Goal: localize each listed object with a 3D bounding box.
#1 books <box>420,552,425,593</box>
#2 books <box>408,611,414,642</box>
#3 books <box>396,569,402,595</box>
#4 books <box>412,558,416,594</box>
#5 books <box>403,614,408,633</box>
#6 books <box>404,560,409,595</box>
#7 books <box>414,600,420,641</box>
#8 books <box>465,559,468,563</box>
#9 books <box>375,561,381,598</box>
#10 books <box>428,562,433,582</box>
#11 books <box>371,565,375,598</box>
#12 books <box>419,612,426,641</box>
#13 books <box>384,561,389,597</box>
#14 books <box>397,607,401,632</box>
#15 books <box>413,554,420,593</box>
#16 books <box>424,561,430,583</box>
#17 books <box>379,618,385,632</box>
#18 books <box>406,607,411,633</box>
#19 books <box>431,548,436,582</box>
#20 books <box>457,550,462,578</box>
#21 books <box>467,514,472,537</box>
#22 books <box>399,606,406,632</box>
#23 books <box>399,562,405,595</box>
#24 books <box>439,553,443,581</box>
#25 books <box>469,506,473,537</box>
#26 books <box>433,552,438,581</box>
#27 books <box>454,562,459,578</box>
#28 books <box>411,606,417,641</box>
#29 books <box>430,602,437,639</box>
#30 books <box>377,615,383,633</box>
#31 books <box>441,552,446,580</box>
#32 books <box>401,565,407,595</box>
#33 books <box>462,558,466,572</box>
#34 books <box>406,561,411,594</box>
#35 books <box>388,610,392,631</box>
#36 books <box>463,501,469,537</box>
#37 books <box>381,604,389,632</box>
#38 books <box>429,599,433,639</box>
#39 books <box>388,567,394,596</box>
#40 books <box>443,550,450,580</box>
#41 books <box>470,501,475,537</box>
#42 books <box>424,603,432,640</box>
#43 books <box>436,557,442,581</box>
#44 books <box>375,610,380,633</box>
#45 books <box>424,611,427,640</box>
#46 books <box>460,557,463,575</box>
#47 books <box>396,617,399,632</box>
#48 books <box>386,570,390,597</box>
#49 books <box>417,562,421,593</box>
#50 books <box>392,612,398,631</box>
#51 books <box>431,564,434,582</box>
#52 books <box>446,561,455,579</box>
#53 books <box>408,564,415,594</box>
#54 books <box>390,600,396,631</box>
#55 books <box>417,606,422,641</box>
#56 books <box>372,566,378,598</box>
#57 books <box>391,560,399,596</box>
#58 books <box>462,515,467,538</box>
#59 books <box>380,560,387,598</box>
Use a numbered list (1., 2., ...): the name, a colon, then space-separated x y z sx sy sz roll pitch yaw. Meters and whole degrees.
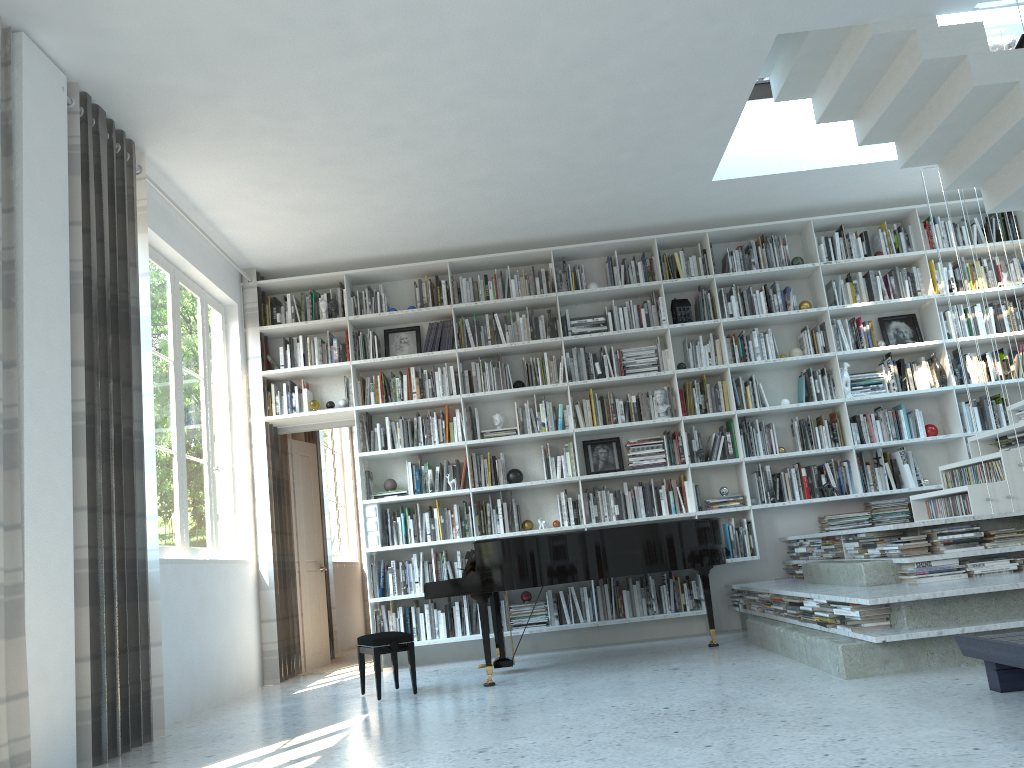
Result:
1. books: -0.691 1.459 6.867 0.039 0.306 0.172 -6 -11 1
2. books: -0.763 1.856 6.803 0.022 0.220 0.163 -6 -11 1
3. books: -0.867 1.537 6.883 0.025 0.199 0.137 -6 -11 1
4. books: -0.752 1.487 6.889 0.013 0.273 0.146 -6 -11 1
5. books: -0.805 1.870 6.808 0.022 0.205 0.159 -6 -11 1
6. books: -0.803 1.496 6.861 0.013 0.256 0.190 -6 -11 1
7. books: -0.723 1.811 6.801 0.013 0.300 0.184 -6 -11 1
8. books: -0.330 1.454 6.841 0.023 0.227 0.190 -6 -11 1
9. books: -1.027 1.510 6.858 0.011 0.276 0.189 -6 -11 1
10. books: -0.623 1.495 6.875 0.028 0.224 0.134 -6 -11 1
11. books: -1.065 1.532 6.885 0.012 0.253 0.161 -6 -11 1
12. books: -0.674 1.853 6.787 0.030 0.201 0.168 -6 -11 1
13. books: -0.964 1.510 6.885 0.010 0.273 0.150 -6 -11 1
14. books: -0.849 1.843 6.793 0.013 0.261 0.174 -6 -11 1
15. books: -0.734 1.471 6.884 0.027 0.299 0.142 -6 -11 1
16. books: -0.652 1.492 6.881 0.031 0.238 0.132 -6 -11 1
17. books: -0.981 1.893 6.786 0.029 0.190 0.177 -6 -11 1
18. books: -0.786 1.846 6.816 0.022 0.251 0.140 -6 -11 1
19. books: -0.595 1.438 6.864 0.014 0.324 0.171 -6 -11 1
20. books: -0.397 1.439 6.881 0.025 0.287 0.131 -6 -11 1
21. books: -0.329 1.115 6.950 0.023 0.186 0.130 -6 -11 1
22. books: -0.831 1.840 6.799 0.023 0.265 0.177 -6 -11 1
23. books: -0.846 1.511 6.891 0.022 0.247 0.134 -6 -11 1
24. books: -0.538 1.458 6.888 0.013 0.283 0.139 -6 -11 1
25. books: -0.316 1.082 6.929 0.010 0.239 0.175 -6 -11 1
26. books: -0.580 1.453 6.869 0.012 0.294 0.176 -6 -11 1
27. books: -0.419 1.485 6.882 0.030 0.202 0.142 -6 -11 1
28. books: -0.740 1.837 6.812 0.027 0.256 0.160 -6 -11 1
29. books: -0.592 1.813 6.797 0.025 0.265 0.160 -6 -11 1
30. books: -1.007 1.889 6.815 0.023 0.215 0.159 -6 -11 1
31. books: -0.521 1.450 6.876 0.022 0.290 0.138 -6 -11 1
32. books: -0.821 1.514 6.855 0.028 0.222 0.189 -6 -11 1
33. books: -0.355 1.466 6.883 0.030 0.226 0.140 -6 -11 1
34. books: -0.791 1.496 6.855 0.010 0.252 0.178 -6 -11 1
35. books: -0.920 1.863 6.812 0.024 0.246 0.143 -6 -11 1
36. books: -0.354 1.062 6.928 0.014 0.285 0.180 -6 -11 1
37. books: -0.957 1.842 6.810 0.044 0.293 0.181 -6 -11 1
38. books: -0.613 1.800 6.819 0.014 0.304 0.139 -6 -11 1
39. books: -0.922 1.527 6.858 0.022 0.220 0.188 -6 -11 1
40. books: -0.505 1.442 6.872 0.013 0.300 0.173 -6 -11 1
41. books: -0.300 1.065 6.955 0.024 0.279 0.136 -6 -11 1
42. books: -0.634 1.818 6.797 0.031 0.265 0.187 -6 -11 1
43. books: -0.557 1.474 6.882 0.029 0.254 0.153 -6 -11 1
44. books: -1.027 1.872 6.818 0.012 0.253 0.161 -6 -11 1
45. books: -0.652 1.852 6.818 0.014 0.210 0.146 -6 -11 1
46. books: -0.377 1.455 6.850 0.011 0.239 0.175 -6 -11 1
47. books: -0.862 1.886 6.804 0.022 0.186 0.145 -6 -11 1
48. books: -0.943 1.545 6.878 0.024 0.197 0.148 -6 -11 1
49. books: -0.711 1.502 6.880 0.012 0.232 0.149 -6 -11 1
50. books: -0.886 1.867 6.802 0.022 0.226 0.155 -6 -11 1
51. books: -0.601 1.500 6.873 0.013 0.209 0.155 -6 -11 1
52. books: -0.464 1.480 6.866 0.059 0.215 0.177 -6 -11 1
53. books: -0.771 1.507 6.866 0.028 0.229 0.158 -6 -11 1
54. books: -0.907 1.825 6.816 0.011 0.318 0.158 -6 -11 1
55. books: -0.702 1.839 6.816 0.022 0.246 0.135 -6 -11 1
56. books: -1.044 1.534 6.870 0.029 0.238 0.154 -6 -11 1
57. books: -0.898 1.503 6.868 0.029 0.265 0.172 -6 -11 1
58. books: -0.375 1.120 6.937 0.041 0.181 0.142 -6 -11 1
59. books: -0.996 1.505 6.866 0.052 0.283 0.172 -6 -11 1
